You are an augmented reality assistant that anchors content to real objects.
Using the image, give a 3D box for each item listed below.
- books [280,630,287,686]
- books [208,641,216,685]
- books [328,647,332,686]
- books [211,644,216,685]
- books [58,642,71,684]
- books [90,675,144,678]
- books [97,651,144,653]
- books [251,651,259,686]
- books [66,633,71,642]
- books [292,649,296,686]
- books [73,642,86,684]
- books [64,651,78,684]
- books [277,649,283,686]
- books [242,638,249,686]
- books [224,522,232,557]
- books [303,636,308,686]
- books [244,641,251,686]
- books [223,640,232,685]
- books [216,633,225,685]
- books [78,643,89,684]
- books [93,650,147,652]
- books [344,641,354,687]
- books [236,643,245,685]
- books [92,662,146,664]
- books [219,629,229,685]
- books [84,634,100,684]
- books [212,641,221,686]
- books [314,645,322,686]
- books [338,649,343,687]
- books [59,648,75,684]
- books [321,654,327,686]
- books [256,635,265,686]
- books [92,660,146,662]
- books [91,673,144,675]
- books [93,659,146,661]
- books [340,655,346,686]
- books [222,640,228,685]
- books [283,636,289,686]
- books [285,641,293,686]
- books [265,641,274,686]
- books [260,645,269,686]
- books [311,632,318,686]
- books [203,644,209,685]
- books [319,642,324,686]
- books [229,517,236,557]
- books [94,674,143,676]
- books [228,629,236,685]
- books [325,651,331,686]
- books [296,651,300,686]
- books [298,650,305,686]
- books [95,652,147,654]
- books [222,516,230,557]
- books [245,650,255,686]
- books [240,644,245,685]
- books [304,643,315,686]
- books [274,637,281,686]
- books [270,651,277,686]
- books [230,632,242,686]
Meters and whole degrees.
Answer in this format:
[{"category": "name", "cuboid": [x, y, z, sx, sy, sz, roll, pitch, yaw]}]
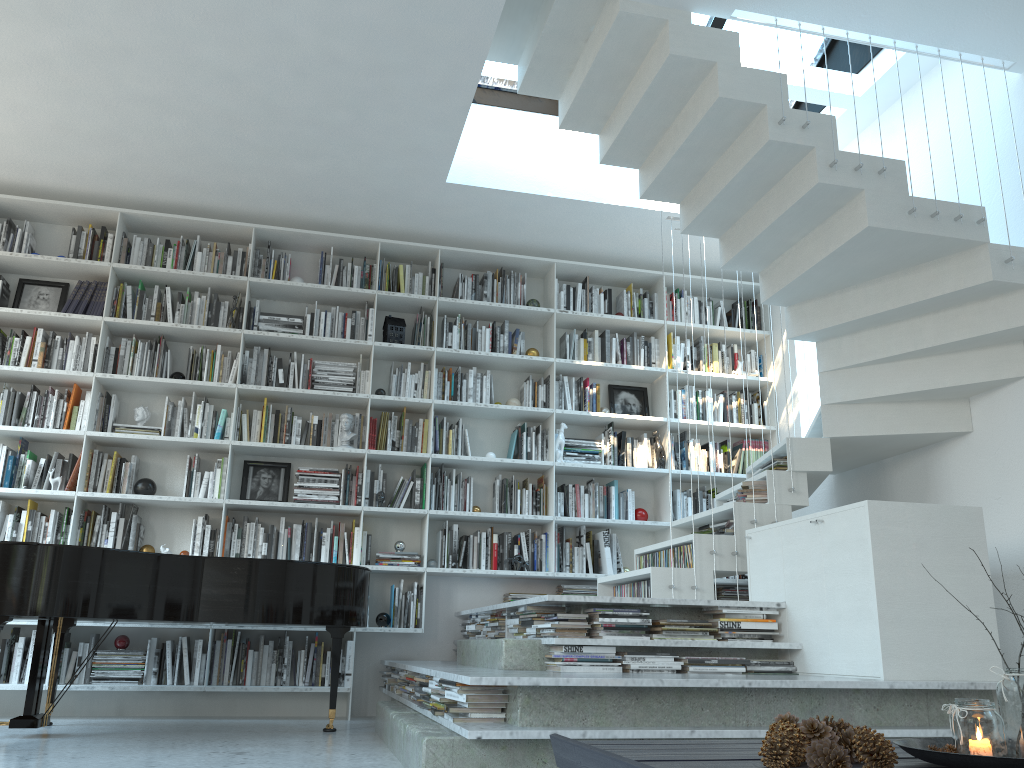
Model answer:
[{"category": "books", "cuboid": [-1.402, 1.677, 5.452, 0.014, 0.334, 0.183, 5, -16, -12]}, {"category": "books", "cuboid": [-1.813, 1.688, 5.370, 0.012, 0.253, 0.161, 5, -16, -12]}, {"category": "books", "cuboid": [-1.123, 1.757, 5.513, 0.028, 0.227, 0.162, 5, -17, -12]}, {"category": "books", "cuboid": [-1.803, 1.697, 5.373, 0.010, 0.237, 0.134, 5, -16, -12]}, {"category": "books", "cuboid": [-2.619, 1.632, 5.190, 0.012, 0.230, 0.138, 5, -16, -12]}, {"category": "books", "cuboid": [-2.313, 1.721, 5.225, 0.285, 0.007, 0.160, 3, -17, -8]}, {"category": "books", "cuboid": [-2.313, 1.591, 5.271, 0.254, 0.005, 0.161, 5, -17, -12]}, {"category": "books", "cuboid": [-1.571, 1.738, 5.423, 0.030, 0.196, 0.143, 5, -17, -12]}, {"category": "books", "cuboid": [-2.629, 1.604, 5.193, 0.012, 0.284, 0.160, 5, -16, -12]}, {"category": "books", "cuboid": [-1.346, 1.748, 5.473, 0.040, 0.211, 0.129, 5, -16, -12]}, {"category": "books", "cuboid": [-2.523, 1.635, 5.198, 0.023, 0.231, 0.164, 5, -17, -12]}, {"category": "books", "cuboid": [-2.561, 1.656, 5.186, 0.053, 0.183, 0.148, 5, -17, -12]}, {"category": "books", "cuboid": [-1.422, 1.737, 5.439, 0.022, 0.212, 0.167, 5, -17, -12]}, {"category": "books", "cuboid": [-1.627, 1.693, 5.416, 0.012, 0.275, 0.155, 5, -16, -12]}, {"category": "books", "cuboid": [-1.780, 1.001, 5.569, 0.029, 0.243, 0.154, 5, -16, -12]}, {"category": "books", "cuboid": [-1.276, 1.708, 5.474, 0.011, 0.291, 0.184, 5, -16, -12]}, {"category": "books", "cuboid": [-1.616, 1.704, 5.416, 0.012, 0.254, 0.151, 5, -16, -12]}, {"category": "books", "cuboid": [-1.723, 1.690, 5.391, 0.025, 0.263, 0.145, 5, -16, -12]}, {"category": "books", "cuboid": [-1.760, 1.664, 5.368, 0.014, 0.300, 0.185, 5, -16, -12]}, {"category": "books", "cuboid": [-2.501, 1.642, 5.211, 0.027, 0.226, 0.140, 5, -16, -12]}, {"category": "books", "cuboid": [-2.311, 1.583, 5.264, 0.285, 0.005, 0.160, 3, -17, -8]}, {"category": "books", "cuboid": [-1.011, 1.725, 5.474, 0.038, 0.268, 0.278, 5, -17, -12]}, {"category": "books", "cuboid": [-1.656, 1.705, 5.404, 0.022, 0.246, 0.144, 5, -16, -12]}, {"category": "books", "cuboid": [-2.317, 1.652, 5.251, 0.285, 0.005, 0.160, 5, -17, -14]}, {"category": "books", "cuboid": [-1.750, 1.651, 5.392, 0.014, 0.339, 0.140, 5, -16, -12]}, {"category": "books", "cuboid": [-2.474, 1.618, 5.225, 0.027, 0.281, 0.129, 5, -16, -12]}, {"category": "books", "cuboid": [-1.779, 1.683, 5.357, 0.026, 0.255, 0.184, 5, -17, -12]}, {"category": "books", "cuboid": [-1.206, 1.745, 5.500, 0.028, 0.238, 0.140, 5, -16, -12]}, {"category": "books", "cuboid": [-1.079, 1.761, 5.507, 0.029, 0.217, 0.191, 5, -17, -12]}, {"category": "books", "cuboid": [-2.600, 1.648, 5.186, 0.025, 0.197, 0.160, 5, -17, -12]}, {"category": "books", "cuboid": [-1.169, 1.770, 5.497, 0.024, 0.190, 0.155, 5, -17, -12]}, {"category": "books", "cuboid": [-1.540, 1.690, 5.432, 0.026, 0.293, 0.155, 5, -16, -12]}, {"category": "books", "cuboid": [-2.317, 1.642, 5.256, 0.285, 0.005, 0.160, 5, -17, -12]}, {"category": "books", "cuboid": [-2.314, 1.710, 5.235, 0.285, 0.007, 0.160, 4, -17, -11]}, {"category": "books", "cuboid": [-2.317, 1.637, 5.258, 0.285, 0.005, 0.160, 5, -17, -13]}, {"category": "books", "cuboid": [-1.057, 1.784, 5.520, 0.023, 0.181, 0.149, 5, -17, -12]}, {"category": "books", "cuboid": [-1.742, 1.694, 5.395, 0.010, 0.258, 0.131, 5, -16, -12]}, {"category": "books", "cuboid": [-1.389, 1.701, 5.450, 0.014, 0.287, 0.185, 5, -16, -12]}, {"category": "books", "cuboid": [-1.374, 1.720, 5.465, 0.024, 0.261, 0.132, 5, -16, -12]}, {"category": "books", "cuboid": [-1.485, 1.712, 5.442, 0.028, 0.260, 0.133, 5, -16, -12]}, {"category": "books", "cuboid": [-1.514, 1.722, 5.433, 0.030, 0.234, 0.138, 5, -16, -12]}, {"category": "books", "cuboid": [-1.220, 1.700, 5.484, 0.013, 0.316, 0.187, 5, -16, -12]}, {"category": "books", "cuboid": [-1.839, 1.696, 5.369, 0.021, 0.237, 0.116, 5, -16, -12]}, {"category": "books", "cuboid": [-1.183, 1.733, 5.493, 0.011, 0.257, 0.172, 5, -17, -12]}, {"category": "books", "cuboid": [-1.758, 0.985, 5.571, 0.011, 0.274, 0.146, 5, -16, -12]}, {"category": "books", "cuboid": [-2.313, 1.715, 5.229, 0.254, 0.007, 0.161, 6, -17, -16]}, {"category": "books", "cuboid": [-1.702, 1.654, 5.395, 0.012, 0.336, 0.144, 5, -16, -12]}, {"category": "books", "cuboid": [-1.144, 1.762, 5.494, 0.022, 0.204, 0.191, 5, -17, -12]}, {"category": "books", "cuboid": [-1.314, 1.745, 5.448, 0.010, 0.205, 0.180, 5, -17, -12]}, {"category": "books", "cuboid": [-1.296, 1.746, 5.457, 0.029, 0.209, 0.171, 5, -17, -12]}, {"category": "books", "cuboid": [-2.314, 1.597, 5.273, 0.285, 0.005, 0.160, 5, -17, -13]}, {"category": "books", "cuboid": [-1.800, 0.980, 5.572, 0.012, 0.284, 0.160, 5, -16, -12]}, {"category": "books", "cuboid": [-1.592, 1.723, 5.390, 0.028, 0.206, 0.175, 5, -17, -12]}, {"category": "books", "cuboid": [-1.638, 1.709, 5.404, 0.012, 0.238, 0.129, 5, -16, -12]}, {"category": "books", "cuboid": [-1.247, 1.728, 5.465, 0.044, 0.250, 0.187, 5, -17, -12]}, {"category": "books", "cuboid": [-1.438, 1.700, 5.441, 0.013, 0.284, 0.185, 5, -16, -12]}, {"category": "books", "cuboid": [-1.460, 1.741, 5.438, 0.024, 0.203, 0.145, 5, -17, -12]}, {"category": "books", "cuboid": [-1.680, 1.668, 5.397, 0.034, 0.310, 0.170, 5, -16, -12]}]
